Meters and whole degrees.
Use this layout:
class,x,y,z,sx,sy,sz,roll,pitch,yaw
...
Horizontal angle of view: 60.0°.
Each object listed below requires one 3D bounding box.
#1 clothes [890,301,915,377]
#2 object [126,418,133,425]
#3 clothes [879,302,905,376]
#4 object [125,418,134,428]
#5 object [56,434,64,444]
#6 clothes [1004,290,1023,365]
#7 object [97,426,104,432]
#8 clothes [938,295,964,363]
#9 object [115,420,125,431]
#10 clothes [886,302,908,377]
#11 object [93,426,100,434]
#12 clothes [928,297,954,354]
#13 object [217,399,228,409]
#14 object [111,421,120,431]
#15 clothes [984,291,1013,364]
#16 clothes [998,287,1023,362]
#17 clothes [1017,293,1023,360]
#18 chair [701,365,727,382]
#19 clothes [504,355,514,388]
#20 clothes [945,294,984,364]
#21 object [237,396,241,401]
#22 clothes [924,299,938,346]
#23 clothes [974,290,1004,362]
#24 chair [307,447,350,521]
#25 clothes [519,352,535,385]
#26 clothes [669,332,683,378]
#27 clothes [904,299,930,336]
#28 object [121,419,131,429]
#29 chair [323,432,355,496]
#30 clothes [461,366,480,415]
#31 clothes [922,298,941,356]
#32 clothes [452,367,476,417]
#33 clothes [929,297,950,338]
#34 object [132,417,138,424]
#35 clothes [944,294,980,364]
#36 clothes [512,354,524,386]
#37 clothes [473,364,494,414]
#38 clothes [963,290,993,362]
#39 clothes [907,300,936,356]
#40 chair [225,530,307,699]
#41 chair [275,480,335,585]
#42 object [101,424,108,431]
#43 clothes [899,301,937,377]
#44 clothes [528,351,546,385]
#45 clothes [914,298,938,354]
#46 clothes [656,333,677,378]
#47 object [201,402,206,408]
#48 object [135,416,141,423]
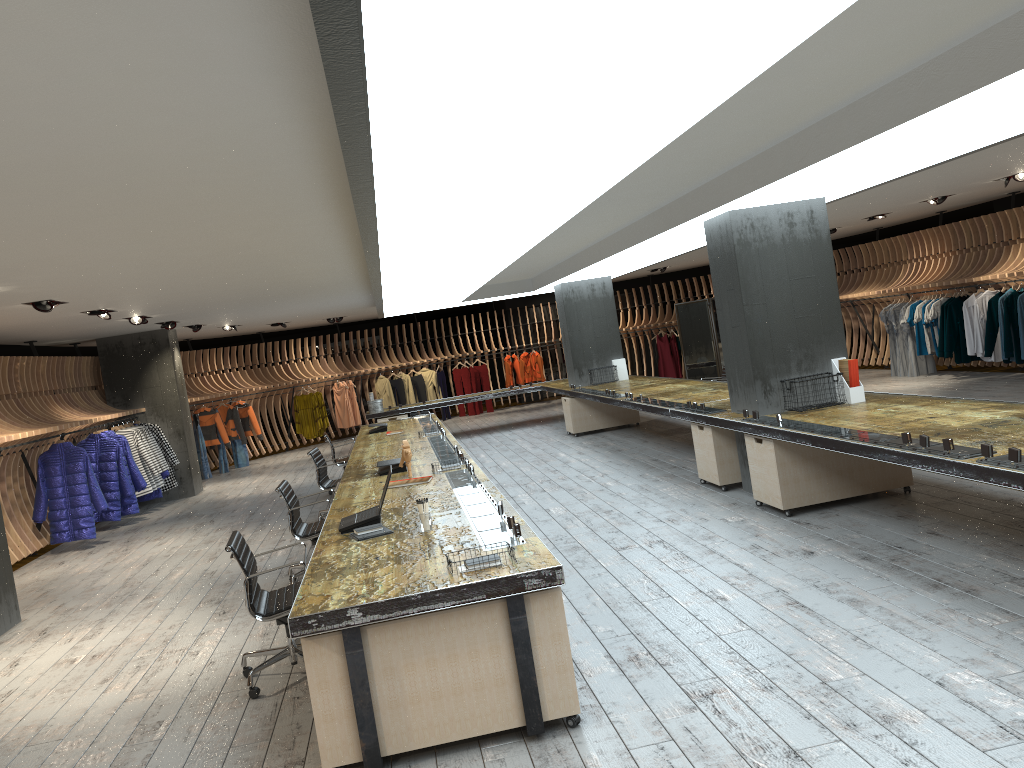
class,x,y,z,sx,sy,sz,roll,pitch,yaw
clothes,7.068,-0.736,15.620,0.677,1.433,0.204,-9,2,7
object,-5.985,0.660,13.881,0.525,0.270,0.012,-9,2,-8
clothes,7.029,-0.744,15.899,0.677,1.433,0.204,-9,2,7
object,-5.896,0.676,13.692,0.518,0.312,0.012,-9,2,-8
object,-5.528,0.744,10.862,0.525,0.270,0.012,-9,2,-8
clothes,7.450,-0.848,12.795,0.914,1.081,0.238,-9,2,-8
object,-5.725,0.705,12.383,0.523,0.291,0.012,-9,2,-8
clothes,7.233,-0.888,14.286,0.914,1.081,0.238,-9,2,-8
object,-5.835,0.689,13.255,0.518,0.312,0.012,-9,2,-8
clothes,7.050,-0.740,15.760,0.678,1.433,0.203,-10,2,-18
object,-5.737,0.719,12.240,0.523,0.292,0.012,-9,2,-8
clothes,7.171,-0.961,14.435,0.734,0.937,0.164,-9,2,-4
object,-5.824,0.435,17.825,0.525,0.270,0.012,-8,2,12
object,-5.802,0.695,13.021,0.518,0.312,0.012,-9,2,-8
clothes,7.393,-0.857,13.146,0.914,1.081,0.238,-9,2,-3
clothes,7.434,-0.881,12.918,0.715,1.087,0.257,-9,2,-12
clothes,7.495,-0.868,12.484,0.715,1.087,0.257,-9,2,-2
chair,3.002,0.182,13.062,0.668,0.859,0.693,-9,2,-12
clothes,-0.075,-0.289,22.263,0.200,0.880,0.840,-9,2,7
clothes,7.263,-0.882,14.078,0.914,1.081,0.238,-9,2,-3
object,-5.638,0.377,18.332,0.524,0.270,0.012,-8,2,22
clothes,7.191,-0.979,14.705,0.743,0.938,0.162,-10,2,-14
clothes,7.314,-0.880,13.472,0.733,1.105,0.165,-9,2,-8
chair,-1.901,1.115,9.958,0.668,0.859,0.693,-9,2,-12
clothes,0.357,-0.359,22.287,0.200,0.880,0.840,-8,3,22
clothes,3.906,-0.686,21.277,0.127,1.128,0.444,-10,2,-16
clothes,7.102,-0.984,15.130,0.743,0.930,0.158,-8,2,16
object,-5.871,0.681,13.515,0.518,0.312,0.012,-9,2,-8
chair,-2.219,1.052,12.146,0.668,0.859,0.693,-10,3,-22
clothes,-1.028,0.219,22.140,0.093,1.337,0.551,-10,3,-38
clothes,7.176,-0.967,14.846,0.743,0.960,0.167,-10,2,-14
clothes,-1.188,0.246,22.103,0.551,1.337,0.093,-7,3,37
clothes,7.162,-0.954,14.622,0.743,0.949,0.167,-10,2,-24
object,-5.948,0.676,14.046,0.516,0.316,0.012,-9,2,-8
clothes,7.258,-0.885,14.165,0.914,1.081,0.238,-9,2,-8
clothes,0.147,-0.328,22.328,0.201,0.880,0.840,-9,2,-3
clothes,-0.748,0.172,22.195,0.551,1.337,0.093,-8,2,32
clothes,7.343,-0.895,13.668,0.733,1.105,0.165,-9,2,-3
clothes,7.062,-0.957,15.026,0.738,0.970,0.167,-9,2,1
chair,-1.285,1.264,5.185,0.668,0.859,0.693,-10,3,-22
chair,-1.564,1.197,7.334,0.668,0.859,0.693,-10,2,-17
object,-5.767,0.694,12.558,0.525,0.270,0.012,-9,2,-8
clothes,7.086,-0.732,15.486,0.678,1.433,0.203,-10,2,-23
clothes,0.600,-0.396,22.269,0.201,0.880,0.839,-10,3,-28
clothes,7.135,-0.977,14.891,0.743,0.930,0.158,-9,2,-4
clothes,3.705,-0.662,21.421,0.444,1.128,0.127,-9,2,-11
object,-5.997,0.489,17.259,0.525,0.270,0.012,-9,2,7
object,-5.978,0.669,14.232,0.518,0.312,0.012,-9,2,-8
